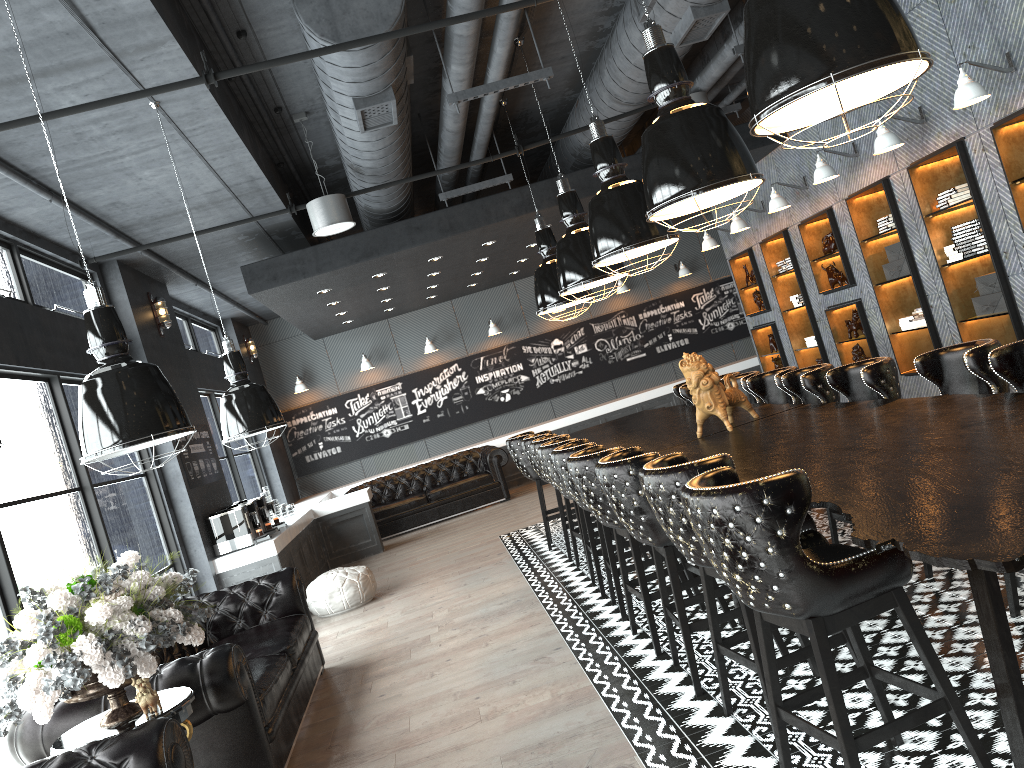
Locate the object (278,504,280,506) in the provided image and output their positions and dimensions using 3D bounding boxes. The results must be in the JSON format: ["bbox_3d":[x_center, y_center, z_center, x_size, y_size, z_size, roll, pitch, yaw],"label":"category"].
[{"bbox_3d":[-3.019,1.539,11.349,0.074,0.073,0.074,-17,0,13],"label":"object"}]

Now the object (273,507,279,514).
[{"bbox_3d":[-2.984,1.591,11.187,0.074,0.073,0.074,-17,0,13],"label":"object"}]

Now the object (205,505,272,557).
[{"bbox_3d":[-2.700,1.416,8.756,0.503,0.426,0.335,-17,-1,-6],"label":"object"}]

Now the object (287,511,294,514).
[{"bbox_3d":[-2.808,1.601,11.204,0.074,0.073,0.074,-17,0,13],"label":"object"}]

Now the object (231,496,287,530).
[{"bbox_3d":[-2.803,1.451,9.768,0.503,0.426,0.335,-17,-1,-6],"label":"object"}]

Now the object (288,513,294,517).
[{"bbox_3d":[-2.797,1.634,11.204,0.074,0.073,0.074,-17,0,13],"label":"object"}]

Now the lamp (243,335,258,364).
[{"bbox_3d":[-4.114,-0.563,14.030,0.139,0.480,0.145,-17,-1,-6],"label":"lamp"}]

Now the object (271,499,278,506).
[{"bbox_3d":[-3.019,1.510,11.270,0.074,0.073,0.074,-17,0,13],"label":"object"}]

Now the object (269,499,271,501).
[{"bbox_3d":[-3.127,1.473,11.341,0.074,0.073,0.074,-17,0,13],"label":"object"}]

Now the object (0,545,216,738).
[{"bbox_3d":[-1.714,1.070,3.730,0.847,0.663,0.876,-17,0,24],"label":"object"}]

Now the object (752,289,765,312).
[{"bbox_3d":[3.252,-1.098,11.558,0.155,0.329,0.236,-17,-1,-1],"label":"object"}]

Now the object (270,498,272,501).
[{"bbox_3d":[-3.135,1.476,11.423,0.074,0.073,0.074,-17,-1,25],"label":"object"}]

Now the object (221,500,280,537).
[{"bbox_3d":[-2.752,1.434,9.269,0.503,0.426,0.335,-17,-1,-6],"label":"object"}]

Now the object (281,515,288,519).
[{"bbox_3d":[-2.877,1.659,11.195,0.074,0.073,0.074,-17,0,13],"label":"object"}]

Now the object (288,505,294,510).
[{"bbox_3d":[-2.824,1.578,11.287,0.074,0.073,0.074,-17,0,13],"label":"object"}]

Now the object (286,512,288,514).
[{"bbox_3d":[-2.896,1.629,11.277,0.074,0.073,0.074,-17,0,13],"label":"object"}]

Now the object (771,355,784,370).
[{"bbox_3d":[3.528,-0.202,11.581,0.170,0.362,0.268,-17,-1,-13],"label":"object"}]

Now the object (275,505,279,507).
[{"bbox_3d":[-3.011,1.536,11.269,0.074,0.073,0.074,-17,0,13],"label":"object"}]

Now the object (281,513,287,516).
[{"bbox_3d":[-2.888,1.626,11.195,0.074,0.073,0.074,-17,0,13],"label":"object"}]

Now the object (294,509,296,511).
[{"bbox_3d":[-2.832,1.609,11.448,0.074,0.073,0.074,-17,-1,25],"label":"object"}]

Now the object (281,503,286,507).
[{"bbox_3d":[-2.922,1.573,11.357,0.074,0.073,0.074,-17,0,13],"label":"object"}]

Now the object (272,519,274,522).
[{"bbox_3d":[-3.036,1.708,11.176,0.074,0.073,0.074,-17,0,13],"label":"object"}]

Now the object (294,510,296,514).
[{"bbox_3d":[-2.814,1.640,11.365,0.074,0.073,0.074,-17,0,13],"label":"object"}]

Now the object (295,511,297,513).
[{"bbox_3d":[-2.822,1.643,11.447,0.074,0.073,0.074,-17,-1,25],"label":"object"}]

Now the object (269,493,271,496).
[{"bbox_3d":[-3.154,1.417,11.424,0.074,0.073,0.074,-17,-1,25],"label":"object"}]

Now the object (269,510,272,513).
[{"bbox_3d":[-3.072,1.591,11.178,0.074,0.073,0.074,-17,0,13],"label":"object"}]

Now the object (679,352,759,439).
[{"bbox_3d":[1.266,0.025,5.456,0.475,0.545,0.249,-17,-1,-43],"label":"object"}]

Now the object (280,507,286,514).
[{"bbox_3d":[-2.896,1.600,11.195,0.074,0.073,0.074,-17,0,13],"label":"object"}]

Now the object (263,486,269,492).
[{"bbox_3d":[-3.172,1.358,11.425,0.074,0.073,0.074,-17,-1,25],"label":"object"}]

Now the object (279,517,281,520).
[{"bbox_3d":[-2.956,1.683,11.186,0.074,0.073,0.074,-17,0,13],"label":"object"}]

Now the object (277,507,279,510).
[{"bbox_3d":[-3.000,1.569,11.269,0.074,0.073,0.074,-17,0,13],"label":"object"}]

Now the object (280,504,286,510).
[{"bbox_3d":[-2.914,1.570,11.278,0.074,0.073,0.074,-17,0,13],"label":"object"}]

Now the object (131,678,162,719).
[{"bbox_3d":[-1.464,1.250,3.573,0.086,0.183,0.136,-17,-1,1],"label":"object"}]

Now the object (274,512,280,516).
[{"bbox_3d":[-2.974,1.624,11.186,0.074,0.073,0.074,-17,0,13],"label":"object"}]

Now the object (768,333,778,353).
[{"bbox_3d":[3.468,-0.553,11.610,0.253,0.249,0.126,-17,-1,-31],"label":"object"}]

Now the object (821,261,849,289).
[{"bbox_3d":[3.451,-1.165,9.442,0.154,0.309,0.324,-17,0,-1],"label":"object"}]

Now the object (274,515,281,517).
[{"bbox_3d":[-2.966,1.650,11.186,0.074,0.073,0.074,-17,0,13],"label":"object"}]

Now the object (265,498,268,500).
[{"bbox_3d":[-3.121,1.434,11.180,0.074,0.073,0.074,-17,0,13],"label":"object"}]

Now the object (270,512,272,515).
[{"bbox_3d":[-3.064,1.616,11.178,0.074,0.073,0.074,-17,0,13],"label":"object"}]

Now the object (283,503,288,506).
[{"bbox_3d":[-2.931,1.575,11.439,0.074,0.073,0.074,-17,-1,25],"label":"object"}]

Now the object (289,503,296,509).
[{"bbox_3d":[-2.840,1.584,11.448,0.074,0.073,0.074,-17,-1,25],"label":"object"}]

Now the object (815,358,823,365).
[{"bbox_3d":[3.758,-0.217,10.500,0.314,0.251,0.157,-17,-1,9],"label":"object"}]

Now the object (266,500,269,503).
[{"bbox_3d":[-3.111,1.467,11.180,0.074,0.073,0.074,-17,0,13],"label":"object"}]

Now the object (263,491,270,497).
[{"bbox_3d":[-3.145,1.414,11.342,0.074,0.073,0.074,-17,0,13],"label":"object"}]

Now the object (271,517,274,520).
[{"bbox_3d":[-3.046,1.675,11.177,0.074,0.073,0.074,-17,0,13],"label":"object"}]

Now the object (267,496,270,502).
[{"bbox_3d":[-3.119,1.470,11.261,0.074,0.073,0.074,-17,0,13],"label":"object"}]

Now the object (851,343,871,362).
[{"bbox_3d":[3.728,-0.245,9.392,0.177,0.388,0.338,-17,-1,2],"label":"object"}]

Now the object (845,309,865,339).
[{"bbox_3d":[3.633,-0.639,9.462,0.143,0.306,0.317,-17,0,-11],"label":"object"}]

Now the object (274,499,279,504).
[{"bbox_3d":[-3.027,1.513,11.350,0.074,0.073,0.074,-17,0,13],"label":"object"}]

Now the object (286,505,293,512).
[{"bbox_3d":[-2.816,1.575,11.205,0.074,0.073,0.074,-17,0,13],"label":"object"}]

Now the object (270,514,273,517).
[{"bbox_3d":[-3.054,1.649,11.177,0.074,0.073,0.074,-17,0,13],"label":"object"}]

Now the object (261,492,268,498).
[{"bbox_3d":[-3.129,1.408,11.180,0.074,0.073,0.074,-17,0,13],"label":"object"}]

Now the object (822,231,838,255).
[{"bbox_3d":[3.369,-1.493,9.408,0.138,0.222,0.277,-17,0,-7],"label":"object"}]

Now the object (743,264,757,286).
[{"bbox_3d":[3.106,-1.441,11.581,0.097,0.290,0.290,-17,0,-8],"label":"object"}]
